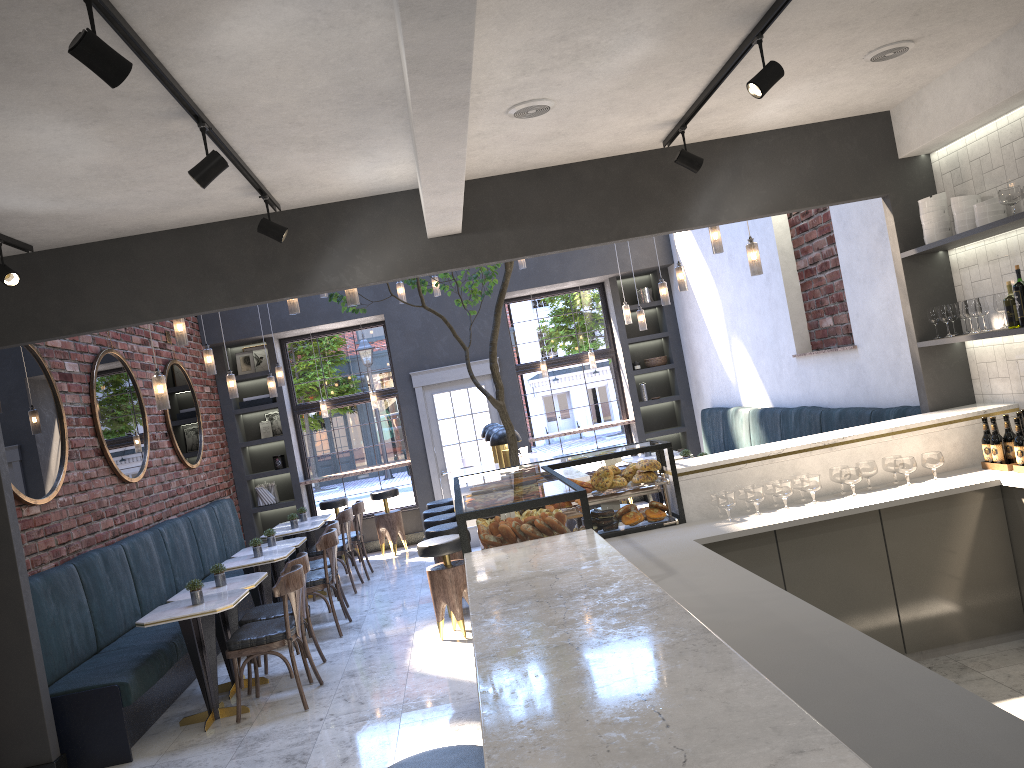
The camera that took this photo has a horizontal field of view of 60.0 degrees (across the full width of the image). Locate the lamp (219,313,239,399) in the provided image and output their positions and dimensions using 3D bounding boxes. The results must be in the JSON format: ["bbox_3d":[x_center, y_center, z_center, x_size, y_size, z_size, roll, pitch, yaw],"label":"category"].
[{"bbox_3d":[-2.922,-1.889,8.156,0.078,4.105,0.078,-10,0,3],"label":"lamp"}]

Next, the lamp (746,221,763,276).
[{"bbox_3d":[1.292,-2.757,6.023,0.078,4.105,0.078,-10,0,-19],"label":"lamp"}]

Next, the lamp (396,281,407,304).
[{"bbox_3d":[-1.524,-2.876,9.400,0.078,4.105,0.078,-10,0,-19],"label":"lamp"}]

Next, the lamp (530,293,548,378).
[{"bbox_3d":[0.314,-0.791,11.744,0.078,1.429,0.078,-10,0,-42],"label":"lamp"}]

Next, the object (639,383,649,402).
[{"bbox_3d":[1.751,0.108,11.780,0.098,0.248,0.098,-11,0,35],"label":"object"}]

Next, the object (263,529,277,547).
[{"bbox_3d":[-2.213,1.405,8.128,0.118,0.165,0.123,-10,0,-26],"label":"object"}]

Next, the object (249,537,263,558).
[{"bbox_3d":[-2.172,1.389,7.548,0.118,0.165,0.123,-10,0,-26],"label":"object"}]

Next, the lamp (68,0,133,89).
[{"bbox_3d":[-1.101,-0.911,2.357,0.088,0.238,0.157,-11,0,35],"label":"lamp"}]

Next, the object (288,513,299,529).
[{"bbox_3d":[-2.297,1.436,9.322,0.118,0.165,0.123,-10,0,-26],"label":"object"}]

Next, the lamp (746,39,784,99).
[{"bbox_3d":[1.023,-1.283,3.612,0.157,0.235,0.087,-10,0,-10],"label":"lamp"}]

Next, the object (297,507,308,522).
[{"bbox_3d":[-2.338,1.452,9.903,0.118,0.165,0.123,-10,0,-26],"label":"object"}]

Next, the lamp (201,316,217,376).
[{"bbox_3d":[-2.912,-2.096,7.515,0.078,4.105,0.078,-10,0,3],"label":"lamp"}]

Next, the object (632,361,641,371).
[{"bbox_3d":[1.660,-0.244,11.825,0.116,0.119,0.117,-10,-1,-28],"label":"object"}]

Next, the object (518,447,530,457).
[{"bbox_3d":[0.106,0.727,9.513,0.175,0.097,0.301,-10,-1,-13],"label":"object"}]

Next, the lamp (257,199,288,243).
[{"bbox_3d":[-1.261,-0.851,4.642,0.157,0.238,0.087,-10,0,-10],"label":"lamp"}]

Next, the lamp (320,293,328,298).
[{"bbox_3d":[-2.268,-2.896,8.969,0.078,4.105,0.078,-10,0,-19],"label":"lamp"}]

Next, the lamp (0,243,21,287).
[{"bbox_3d":[-2.601,-0.604,4.541,0.157,0.235,0.087,-11,0,37],"label":"lamp"}]

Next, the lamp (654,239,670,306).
[{"bbox_3d":[1.103,-2.773,8.483,0.078,4.105,0.078,-10,0,-42],"label":"lamp"}]

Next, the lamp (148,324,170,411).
[{"bbox_3d":[-2.597,-1.856,5.681,0.078,4.105,0.078,-10,0,-19],"label":"lamp"}]

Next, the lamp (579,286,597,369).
[{"bbox_3d":[0.959,-0.909,11.791,0.078,1.429,0.078,-11,0,26],"label":"lamp"}]

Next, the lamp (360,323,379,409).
[{"bbox_3d":[-1.911,-0.385,11.580,0.078,1.429,0.078,-10,0,-42],"label":"lamp"}]

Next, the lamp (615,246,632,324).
[{"bbox_3d":[0.981,-2.713,10.254,0.078,4.105,0.078,-10,0,-19],"label":"lamp"}]

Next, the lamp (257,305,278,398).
[{"bbox_3d":[-2.877,-1.881,9.343,0.078,4.105,0.078,-10,0,-19],"label":"lamp"}]

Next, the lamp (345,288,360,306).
[{"bbox_3d":[-1.401,-2.532,5.777,0.078,4.105,0.078,-11,0,26],"label":"lamp"}]

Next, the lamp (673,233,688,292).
[{"bbox_3d":[1.142,-2.837,7.813,0.078,4.105,0.078,-10,0,-42],"label":"lamp"}]

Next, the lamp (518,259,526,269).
[{"bbox_3d":[-0.254,-3.263,9.551,0.078,4.105,0.078,-10,0,-19],"label":"lamp"}]

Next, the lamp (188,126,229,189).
[{"bbox_3d":[-1.188,-0.880,3.449,0.157,0.238,0.087,-10,0,-10],"label":"lamp"}]

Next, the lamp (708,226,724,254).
[{"bbox_3d":[1.193,-3.009,6.722,0.078,4.105,0.078,-10,0,-19],"label":"lamp"}]

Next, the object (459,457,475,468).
[{"bbox_3d":[-0.485,0.834,9.438,0.176,0.098,0.204,-10,-1,1],"label":"object"}]

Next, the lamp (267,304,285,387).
[{"bbox_3d":[-2.942,-1.997,9.915,0.078,4.105,0.078,-10,0,-19],"label":"lamp"}]

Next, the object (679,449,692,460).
[{"bbox_3d":[1.653,0.698,8.413,0.118,0.165,0.123,-10,0,-26],"label":"object"}]

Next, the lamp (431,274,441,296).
[{"bbox_3d":[-1.211,-3.018,10.054,0.078,4.105,0.078,-10,0,-19],"label":"lamp"}]

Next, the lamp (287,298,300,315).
[{"bbox_3d":[-1.987,-2.542,6.604,0.078,4.105,0.078,-11,0,26],"label":"lamp"}]

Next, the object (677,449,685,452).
[{"bbox_3d":[2.280,1.083,11.763,0.121,0.438,0.193,-10,0,17],"label":"object"}]

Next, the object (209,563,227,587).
[{"bbox_3d":[-2.085,1.357,6.312,0.118,0.165,0.123,-10,0,-26],"label":"object"}]

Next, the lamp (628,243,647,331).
[{"bbox_3d":[1.052,-2.600,9.591,0.078,4.105,0.078,-10,0,-19],"label":"lamp"}]

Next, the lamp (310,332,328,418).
[{"bbox_3d":[-2.555,-0.267,11.532,0.078,1.429,0.078,-11,0,26],"label":"lamp"}]

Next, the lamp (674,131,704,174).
[{"bbox_3d":[0.951,-1.253,4.805,0.157,0.235,0.087,-10,0,-10],"label":"lamp"}]

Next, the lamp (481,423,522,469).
[{"bbox_3d":[-0.734,-0.793,4.520,4.180,3.256,8.841,-10,-1,-21],"label":"lamp"}]

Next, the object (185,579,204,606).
[{"bbox_3d":[-2.044,1.341,5.731,0.118,0.165,0.123,-10,0,-26],"label":"object"}]

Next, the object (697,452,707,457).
[{"bbox_3d":[1.694,0.682,7.833,0.118,0.165,0.123,-10,0,-26],"label":"object"}]

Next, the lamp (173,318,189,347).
[{"bbox_3d":[-2.729,-2.293,6.366,0.078,4.105,0.078,-10,0,-19],"label":"lamp"}]
